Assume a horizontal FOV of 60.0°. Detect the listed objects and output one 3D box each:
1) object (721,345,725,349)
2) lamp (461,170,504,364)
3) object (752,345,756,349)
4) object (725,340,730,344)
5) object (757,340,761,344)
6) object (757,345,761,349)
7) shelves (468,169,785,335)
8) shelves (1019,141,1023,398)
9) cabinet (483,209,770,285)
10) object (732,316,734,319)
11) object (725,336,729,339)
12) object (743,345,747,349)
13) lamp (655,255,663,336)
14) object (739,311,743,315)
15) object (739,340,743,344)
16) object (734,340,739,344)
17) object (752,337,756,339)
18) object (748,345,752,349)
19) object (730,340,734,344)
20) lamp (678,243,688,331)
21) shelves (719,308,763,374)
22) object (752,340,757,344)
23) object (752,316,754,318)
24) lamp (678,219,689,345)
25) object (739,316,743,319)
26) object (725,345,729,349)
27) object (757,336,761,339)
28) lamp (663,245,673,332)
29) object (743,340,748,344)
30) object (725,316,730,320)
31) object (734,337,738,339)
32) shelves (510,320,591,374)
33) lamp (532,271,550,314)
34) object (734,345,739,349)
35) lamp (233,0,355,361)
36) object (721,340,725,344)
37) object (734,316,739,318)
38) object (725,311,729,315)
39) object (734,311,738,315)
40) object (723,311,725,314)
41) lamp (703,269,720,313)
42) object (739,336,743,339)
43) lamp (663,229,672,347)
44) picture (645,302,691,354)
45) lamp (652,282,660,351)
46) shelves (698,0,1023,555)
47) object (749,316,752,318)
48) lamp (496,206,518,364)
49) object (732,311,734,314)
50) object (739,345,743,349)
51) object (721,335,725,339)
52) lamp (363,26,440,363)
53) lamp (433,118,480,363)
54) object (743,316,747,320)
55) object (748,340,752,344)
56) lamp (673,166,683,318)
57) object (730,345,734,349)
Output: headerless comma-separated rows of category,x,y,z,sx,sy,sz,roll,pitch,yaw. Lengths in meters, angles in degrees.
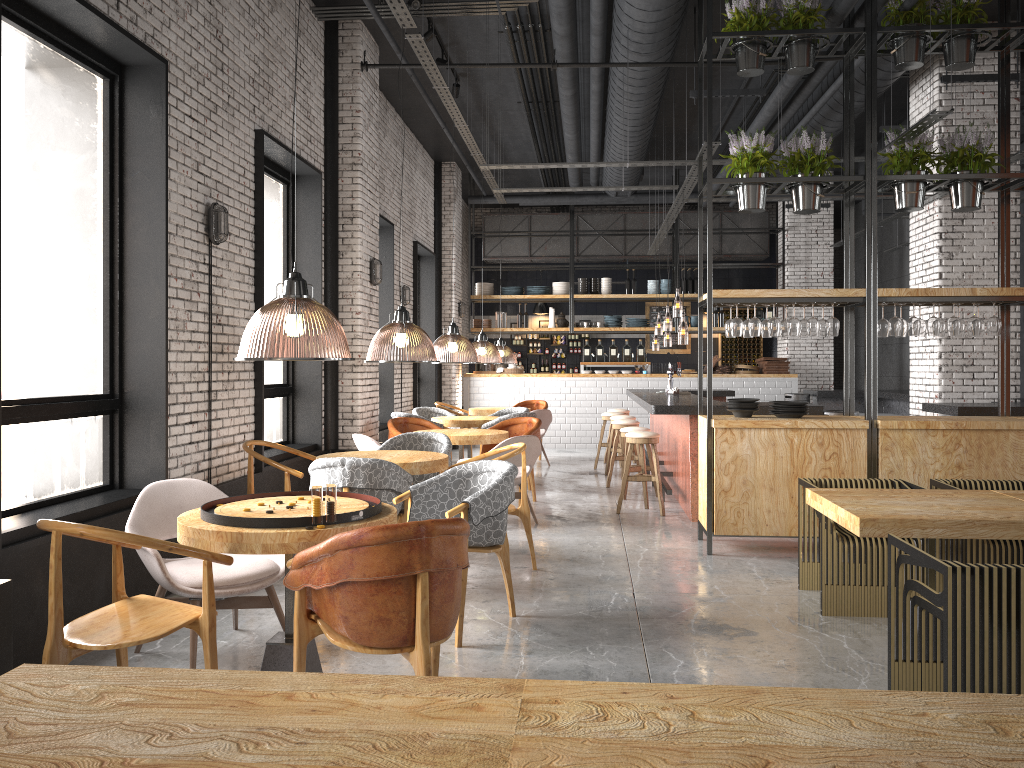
object,4.522,-0.791,18.989,0.079,0.079,0.283,0,1,5
lamp,-0.370,-1.453,11.026,0.536,2.406,0.536,0,0,-43
object,5.181,-0.790,18.947,0.079,0.079,0.283,0,1,5
object,4.616,-0.896,18.981,0.079,0.079,0.283,0,1,5
object,5.276,-0.895,18.943,0.079,0.079,0.283,0,1,5
object,5.274,-0.789,18.923,0.079,0.079,0.283,0,1,5
shelves,2.055,-2.461,16.322,5.677,3.066,0.597,0,0,5
shelves,7.424,-1.566,9.887,1.003,4.366,6.148,0,1,5
cabinet,2.337,-2.671,18.593,5.863,1.768,0.682,0,0,5
object,4.708,-1.421,18.954,0.079,0.079,0.283,0,1,5
object,4.614,-1.000,18.958,0.079,0.079,0.283,0,1,5
object,4.993,-0.790,18.963,0.079,0.079,0.283,0,1,5
lamp,1.973,-1.451,11.897,0.108,1.599,0.108,0,0,37
object,4.898,-1.526,18.956,0.079,0.079,0.283,0,1,5
object,4.896,-0.895,18.933,0.079,0.079,0.283,0,1,5
object,4.804,-0.895,18.965,0.079,0.079,0.283,0,1,5
object,5.181,-1.000,18.947,0.079,0.079,0.283,0,1,5
object,5.084,-0.789,18.917,0.079,0.079,0.283,0,1,5
object,4.708,-0.895,18.954,0.079,0.079,0.283,0,1,5
lamp,1.916,-1.260,9.922,0.108,1.461,0.108,0,0,-23
shelves,4.903,-0.538,19.021,0.889,2.148,0.251,0,0,5
object,5.180,-0.895,18.932,0.079,0.079,0.283,0,1,5
object,5.179,-1.420,18.923,0.079,0.079,0.283,0,1,5
lamp,1.703,-1.189,8.821,0.108,1.599,0.108,0,0,37
object,4.899,-1.421,18.972,0.079,0.079,0.283,0,1,5
object,4.617,-0.791,19.001,0.079,0.079,0.283,0,1,5
object,5.274,-1.000,18.923,0.079,0.079,0.283,0,1,5
lamp,1.855,-1.423,10.551,0.108,1.599,0.108,0,0,37
object,4.992,-0.895,18.948,0.079,0.079,0.283,0,1,5
object,4.614,-1.421,18.958,0.079,0.079,0.283,0,1,5
object,4.806,-1.001,18.984,0.079,0.079,0.283,0,1,5
shelves,0.848,-0.652,19.425,1.761,1.482,0.157,0,0,5
lamp,0.635,-1.997,19.323,0.390,0.937,0.390,0,0,8
object,4.802,-0.790,18.942,0.079,0.079,0.283,0,1,5
lamp,-0.985,-1.309,4.025,0.536,2.406,0.536,0,0,-43
object,4.523,-0.896,19.005,0.079,0.079,0.283,0,1,5
object,4.804,-1.421,18.965,0.079,0.079,0.283,0,1,5
object,4.617,-1.527,18.997,0.079,0.079,0.283,0,1,5
object,4.806,-1.527,18.984,0.079,0.079,0.283,0,1,5
object,4.520,-1.526,18.970,0.079,0.079,0.283,0,1,5
lamp,4.264,-1.990,18.970,0.390,0.937,0.390,0,0,8
object,4.899,-1.001,18.972,0.079,0.079,0.283,0,1,5
lamp,1.974,-1.268,11.242,0.108,1.599,0.108,0,0,-13
picture,3.409,-1.222,19.370,0.980,1.142,0.020,0,0,5
lamp,2.025,-1.264,12.484,0.108,1.599,0.108,0,0,37
shelves,3.343,-1.196,6.903,3.659,5.019,0.690,0,0,5
object,5.086,-1.421,18.940,0.079,0.079,0.283,0,1,5
lamp,-0.167,-1.500,13.335,0.536,2.406,0.536,0,0,-43
object,4.710,-1.526,18.973,0.079,0.079,0.283,0,1,5
object,4.896,-0.790,18.937,0.079,0.079,0.283,0,1,5
object,4.521,-1.001,18.980,0.079,0.079,0.283,0,1,5
lamp,-0.784,-1.356,6.307,0.536,2.406,0.536,0,0,-43
lamp,-0.577,-1.404,8.667,0.536,2.406,0.536,0,0,-43
object,4.993,-1.421,18.964,0.079,0.079,0.283,0,1,5
object,5.084,-0.895,18.921,0.079,0.079,0.283,0,1,5
lamp,1.750,-1.498,9.359,0.108,1.599,0.108,0,0,37
object,4.711,-0.791,18.988,0.079,0.079,0.283,0,1,5
